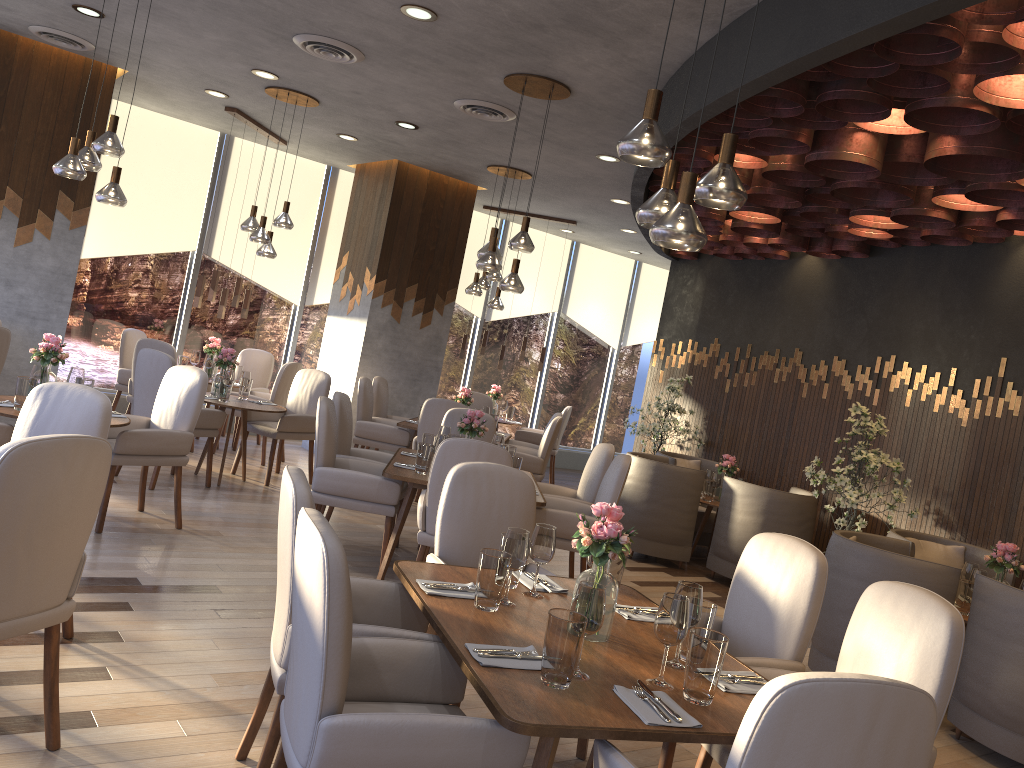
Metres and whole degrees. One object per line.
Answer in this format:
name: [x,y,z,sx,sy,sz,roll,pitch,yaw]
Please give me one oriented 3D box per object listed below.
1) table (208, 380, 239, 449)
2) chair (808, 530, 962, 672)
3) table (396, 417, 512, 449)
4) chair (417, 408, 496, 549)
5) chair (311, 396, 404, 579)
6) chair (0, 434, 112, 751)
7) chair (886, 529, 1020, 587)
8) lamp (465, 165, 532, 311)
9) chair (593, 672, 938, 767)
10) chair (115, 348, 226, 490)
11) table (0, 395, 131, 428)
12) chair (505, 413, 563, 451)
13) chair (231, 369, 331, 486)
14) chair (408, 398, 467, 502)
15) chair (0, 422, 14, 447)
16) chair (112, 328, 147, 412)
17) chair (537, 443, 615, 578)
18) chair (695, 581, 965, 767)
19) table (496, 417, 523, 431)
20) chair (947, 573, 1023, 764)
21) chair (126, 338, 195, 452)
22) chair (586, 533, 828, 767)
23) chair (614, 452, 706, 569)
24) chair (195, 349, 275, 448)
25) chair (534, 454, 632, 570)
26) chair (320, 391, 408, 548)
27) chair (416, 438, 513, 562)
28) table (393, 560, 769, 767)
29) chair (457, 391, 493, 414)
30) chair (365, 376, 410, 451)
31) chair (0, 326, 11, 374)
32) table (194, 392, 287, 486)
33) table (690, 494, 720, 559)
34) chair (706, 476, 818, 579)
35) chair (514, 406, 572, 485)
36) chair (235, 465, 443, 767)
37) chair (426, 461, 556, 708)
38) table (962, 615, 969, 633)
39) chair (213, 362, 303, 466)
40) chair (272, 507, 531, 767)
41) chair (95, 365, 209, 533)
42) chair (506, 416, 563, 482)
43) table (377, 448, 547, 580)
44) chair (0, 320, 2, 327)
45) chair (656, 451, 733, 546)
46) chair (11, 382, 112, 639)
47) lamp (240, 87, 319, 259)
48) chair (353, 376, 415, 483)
table: [-3.046,0.273,8.701,0.832,0.662,0.835,11,1,-16]
chair: [1.988,1.295,4.909,0.595,0.837,0.774,11,1,3]
table: [-0.581,0.761,8.521,0.965,0.666,1.307,11,1,4]
chair: [-0.376,0.697,6.533,0.528,1.000,0.600,11,0,-6]
chair: [-0.967,0.618,5.386,0.599,1.000,0.528,11,0,-5]
chair: [-1.614,0.580,2.615,0.601,1.000,0.527,11,0,20]
chair: [2.613,1.397,5.573,0.773,0.837,0.596,11,1,-6]
lamp: [-0.151,-1.395,8.545,0.441,1.326,0.438,11,0,39]
chair: [0.494,1.017,1.933,0.527,1.000,0.601,11,0,-17]
chair: [-2.583,0.256,6.755,0.529,1.000,0.598,11,1,30]
table: [-2.656,0.469,4.991,0.835,0.662,0.833,11,1,13]
chair: [0.111,0.722,8.740,0.600,1.000,0.528,11,0,0]
chair: [-1.984,0.342,7.743,0.530,1.000,0.598,11,1,31]
chair: [-0.598,0.616,7.682,0.528,1.000,0.599,11,0,7]
chair: [-2.965,0.254,4.519,0.530,1.000,0.598,11,1,34]
chair: [-3.590,-0.006,8.762,0.600,1.000,0.528,11,0,7]
chair: [0.302,0.847,6.007,0.599,1.000,0.529,11,0,-7]
chair: [0.919,1.077,2.663,0.598,1.000,0.529,11,0,-17]
table: [-0.342,0.735,10.854,0.836,0.662,0.831,12,2,45]
chair: [2.629,1.443,4.245,0.774,0.837,0.595,11,1,-1]
chair: [-3.158,0.102,8.044,0.529,1.000,0.599,11,0,13]
chair: [0.717,1.020,3.194,0.598,1.000,0.529,11,0,-24]
chair: [1.171,1.050,7.552,0.594,0.837,0.776,11,1,-17]
chair: [-2.873,0.117,9.303,0.529,1.000,0.599,11,0,11]
chair: [0.344,0.874,5.439,0.600,1.000,0.528,11,0,0]
chair: [-0.987,0.596,5.951,0.600,1.000,0.528,11,0,0]
chair: [-0.271,0.772,4.867,0.528,1.000,0.600,11,0,0]
table: [0.160,1.094,2.717,0.963,0.666,1.310,11,2,-20]
chair: [-0.492,0.584,9.333,0.528,1.000,0.600,11,0,2]
chair: [-1.165,0.467,8.848,0.600,1.000,0.528,11,0,7]
chair: [-3.782,0.049,5.893,0.600,1.000,0.528,11,0,11]
table: [-2.322,0.463,7.233,0.836,0.662,0.832,12,1,28]
table: [1.780,1.303,7.767,0.831,0.562,0.836,10,2,-44]
chair: [2.064,1.240,7.092,0.772,0.837,0.597,11,1,-21]
chair: [0.341,0.702,10.735,0.600,1.000,0.528,11,0,7]
chair: [-0.501,0.794,2.758,0.598,1.000,0.529,11,0,-17]
chair: [-0.074,0.854,3.501,0.527,1.000,0.601,11,0,-22]
table: [2.598,1.555,4.917,0.834,0.562,0.833,11,1,6]
chair: [-2.433,0.228,8.560,0.600,1.000,0.528,11,0,10]
chair: [-0.320,0.847,2.224,0.598,1.000,0.529,11,0,-22]
chair: [-2.293,0.355,5.457,0.530,1.000,0.598,11,1,35]
chair: [0.082,0.734,8.171,0.600,1.000,0.528,11,0,7]
table: [-0.364,0.895,5.704,0.964,0.666,1.308,11,1,-3]
chair: [-4.251,-0.067,6.617,0.528,1.000,0.599,11,0,8]
chair: [1.582,1.104,8.382,0.772,0.837,0.597,11,1,-27]
chair: [-1.966,0.486,3.405,0.529,1.000,0.599,11,0,17]
lamp: [-1.924,-1.702,7.245,0.438,1.326,0.440,11,0,-29]
chair: [-1.214,0.476,8.285,0.600,1.000,0.528,11,0,2]
